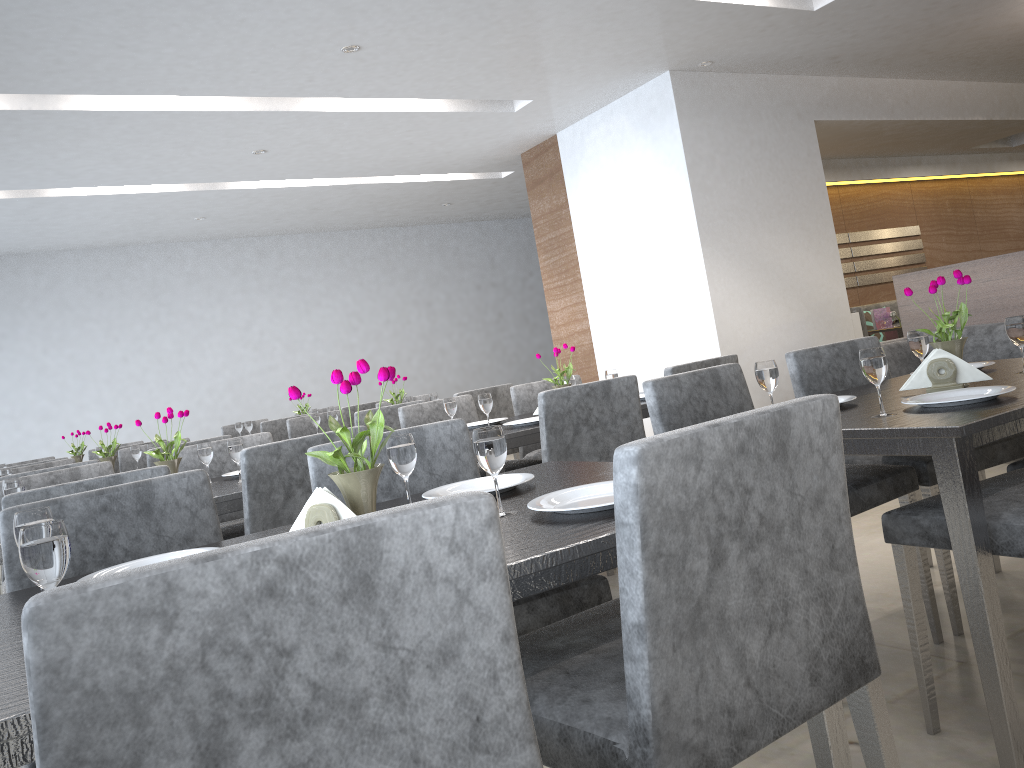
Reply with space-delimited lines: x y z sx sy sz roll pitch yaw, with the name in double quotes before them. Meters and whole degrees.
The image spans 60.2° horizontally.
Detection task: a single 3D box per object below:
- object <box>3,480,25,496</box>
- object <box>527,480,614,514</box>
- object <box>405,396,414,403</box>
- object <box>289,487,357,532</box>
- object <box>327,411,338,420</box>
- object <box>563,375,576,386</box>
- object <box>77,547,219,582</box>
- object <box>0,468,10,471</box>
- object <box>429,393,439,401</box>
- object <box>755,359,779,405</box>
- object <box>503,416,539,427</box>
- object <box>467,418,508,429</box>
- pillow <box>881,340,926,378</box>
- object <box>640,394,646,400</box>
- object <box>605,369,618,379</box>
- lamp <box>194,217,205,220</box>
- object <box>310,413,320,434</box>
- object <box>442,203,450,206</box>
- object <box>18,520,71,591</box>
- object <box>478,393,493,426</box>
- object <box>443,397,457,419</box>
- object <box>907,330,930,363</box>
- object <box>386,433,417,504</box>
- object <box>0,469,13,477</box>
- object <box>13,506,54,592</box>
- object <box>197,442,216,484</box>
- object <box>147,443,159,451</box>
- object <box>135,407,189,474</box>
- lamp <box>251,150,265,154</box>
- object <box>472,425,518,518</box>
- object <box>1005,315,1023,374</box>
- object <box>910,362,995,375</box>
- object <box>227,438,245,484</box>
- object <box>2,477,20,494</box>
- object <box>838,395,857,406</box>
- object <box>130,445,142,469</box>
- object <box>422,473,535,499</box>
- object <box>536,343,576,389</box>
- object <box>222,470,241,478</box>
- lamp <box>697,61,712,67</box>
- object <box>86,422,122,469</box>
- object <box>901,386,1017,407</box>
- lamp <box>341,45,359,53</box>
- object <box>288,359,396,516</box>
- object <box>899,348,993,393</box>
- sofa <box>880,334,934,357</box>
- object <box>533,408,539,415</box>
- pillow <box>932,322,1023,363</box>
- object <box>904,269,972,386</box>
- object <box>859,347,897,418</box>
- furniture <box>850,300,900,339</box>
"object" -1.384 0.341 2.469 0.053 0.140 0.053 -10 -3 11
"object" 0.131 0.174 1.348 0.218 0.015 0.215 -10 2 -31
"object" -0.602 0.144 5.239 0.053 0.140 0.053 -10 -3 17
"object" -0.273 0.200 1.304 0.202 0.100 0.070 -9 -1 29
"object" -0.946 0.215 4.691 0.053 0.140 0.053 -10 -3 17
"object" 0.252 0.034 3.784 0.053 0.140 0.053 -10 -3 17
"object" -0.560 0.290 1.375 0.218 0.015 0.215 -10 2 -31
"object" -2.389 0.471 4.179 0.053 0.140 0.053 -10 -3 17
"object" -0.441 0.121 5.058 0.053 0.140 0.053 -10 -3 17
"object" 0.601 0.015 2.058 0.053 0.140 0.053 -10 -3 17
"object" 0.073 0.139 3.276 0.218 0.015 0.215 -10 2 -31
"object" -0.121 0.164 3.606 0.216 0.015 0.217 -9 1 15
"pillow" 2.182 -0.098 4.989 0.563 0.307 0.187 -10 -2 -30
"object" 0.570 0.048 3.578 0.218 0.015 0.215 -10 2 -31
"object" 0.414 0.011 3.603 0.053 0.140 0.053 -10 -3 17
"lamp" -2.627 -1.386 7.425 0.088 0.007 0.089 -9 1 14
"object" -1.092 0.234 4.941 0.053 0.140 0.053 -10 -3 17
"object" -0.643 -1.750 8.631 0.088 0.007 0.089 -9 1 14
"object" -0.533 0.231 1.020 0.053 0.140 0.053 -10 -3 17
"object" -0.091 0.105 3.236 0.053 0.140 0.053 -10 -3 11
"object" -0.238 0.123 3.485 0.053 0.140 0.053 -10 -3 17
"object" 1.091 -0.075 2.356 0.053 0.140 0.053 -10 -3 17
"object" -0.189 0.160 1.567 0.053 0.140 0.053 -10 -3 11
"object" -2.242 0.452 3.930 0.053 0.140 0.053 -10 -3 17
"object" -0.679 0.250 1.269 0.053 0.140 0.053 -10 -3 11
"object" -1.041 0.270 3.017 0.053 0.140 0.053 -10 -3 11
"object" -1.737 0.358 4.297 0.053 0.140 0.053 -10 -3 17
"object" -1.085 0.213 2.793 0.155 0.277 0.103 -8 -3 -33
"lamp" -1.654 -1.512 5.768 0.088 0.007 0.089 -9 1 14
"object" -0.028 0.137 1.387 0.053 0.140 0.053 -10 -3 17
"object" 1.252 -0.098 2.176 0.053 0.140 0.053 -10 -3 17
"object" 1.226 -0.037 2.461 0.218 0.015 0.215 -10 2 -31
"object" -0.879 0.247 2.836 0.053 0.140 0.053 -10 -3 11
"object" -1.531 0.360 2.719 0.053 0.140 0.053 -10 -3 11
"object" 0.729 0.054 2.159 0.218 0.015 0.215 -10 2 -31
"object" -1.899 0.381 4.478 0.053 0.140 0.053 -10 -3 17
"object" -0.063 0.199 1.677 0.218 0.015 0.215 -10 2 -31
"object" 0.203 -0.023 3.577 0.155 0.277 0.103 -8 -3 -33
"object" -0.913 0.309 3.124 0.218 0.015 0.215 -10 2 -31
"lamp" 1.198 -1.988 5.496 0.088 0.007 0.089 -9 1 14
"object" -1.944 0.324 4.255 0.155 0.277 0.103 -8 -3 -33
"object" 0.923 0.029 1.829 0.218 0.015 0.215 -10 2 -31
"lamp" -0.786 -1.624 4.290 0.088 0.007 0.089 -9 1 14
"object" -0.236 0.103 1.346 0.155 0.277 0.103 -8 -3 -33
"object" 1.015 -0.036 2.088 0.202 0.100 0.070 -9 -1 29
"sofa" 3.084 -0.044 3.642 0.840 0.630 3.772 -9 1 -31
"object" 0.165 0.074 3.535 0.202 0.100 0.070 -9 -1 29
"pillow" 2.575 -0.167 4.797 0.182 0.321 0.633 -8 0 -30
"object" 1.053 -0.133 2.130 0.155 0.277 0.103 -8 -3 -33
"object" 0.747 -0.004 1.809 0.053 0.140 0.053 -10 -3 17
"furniture" 5.207 -0.593 6.776 5.677 0.856 4.227 -10 1 -31
